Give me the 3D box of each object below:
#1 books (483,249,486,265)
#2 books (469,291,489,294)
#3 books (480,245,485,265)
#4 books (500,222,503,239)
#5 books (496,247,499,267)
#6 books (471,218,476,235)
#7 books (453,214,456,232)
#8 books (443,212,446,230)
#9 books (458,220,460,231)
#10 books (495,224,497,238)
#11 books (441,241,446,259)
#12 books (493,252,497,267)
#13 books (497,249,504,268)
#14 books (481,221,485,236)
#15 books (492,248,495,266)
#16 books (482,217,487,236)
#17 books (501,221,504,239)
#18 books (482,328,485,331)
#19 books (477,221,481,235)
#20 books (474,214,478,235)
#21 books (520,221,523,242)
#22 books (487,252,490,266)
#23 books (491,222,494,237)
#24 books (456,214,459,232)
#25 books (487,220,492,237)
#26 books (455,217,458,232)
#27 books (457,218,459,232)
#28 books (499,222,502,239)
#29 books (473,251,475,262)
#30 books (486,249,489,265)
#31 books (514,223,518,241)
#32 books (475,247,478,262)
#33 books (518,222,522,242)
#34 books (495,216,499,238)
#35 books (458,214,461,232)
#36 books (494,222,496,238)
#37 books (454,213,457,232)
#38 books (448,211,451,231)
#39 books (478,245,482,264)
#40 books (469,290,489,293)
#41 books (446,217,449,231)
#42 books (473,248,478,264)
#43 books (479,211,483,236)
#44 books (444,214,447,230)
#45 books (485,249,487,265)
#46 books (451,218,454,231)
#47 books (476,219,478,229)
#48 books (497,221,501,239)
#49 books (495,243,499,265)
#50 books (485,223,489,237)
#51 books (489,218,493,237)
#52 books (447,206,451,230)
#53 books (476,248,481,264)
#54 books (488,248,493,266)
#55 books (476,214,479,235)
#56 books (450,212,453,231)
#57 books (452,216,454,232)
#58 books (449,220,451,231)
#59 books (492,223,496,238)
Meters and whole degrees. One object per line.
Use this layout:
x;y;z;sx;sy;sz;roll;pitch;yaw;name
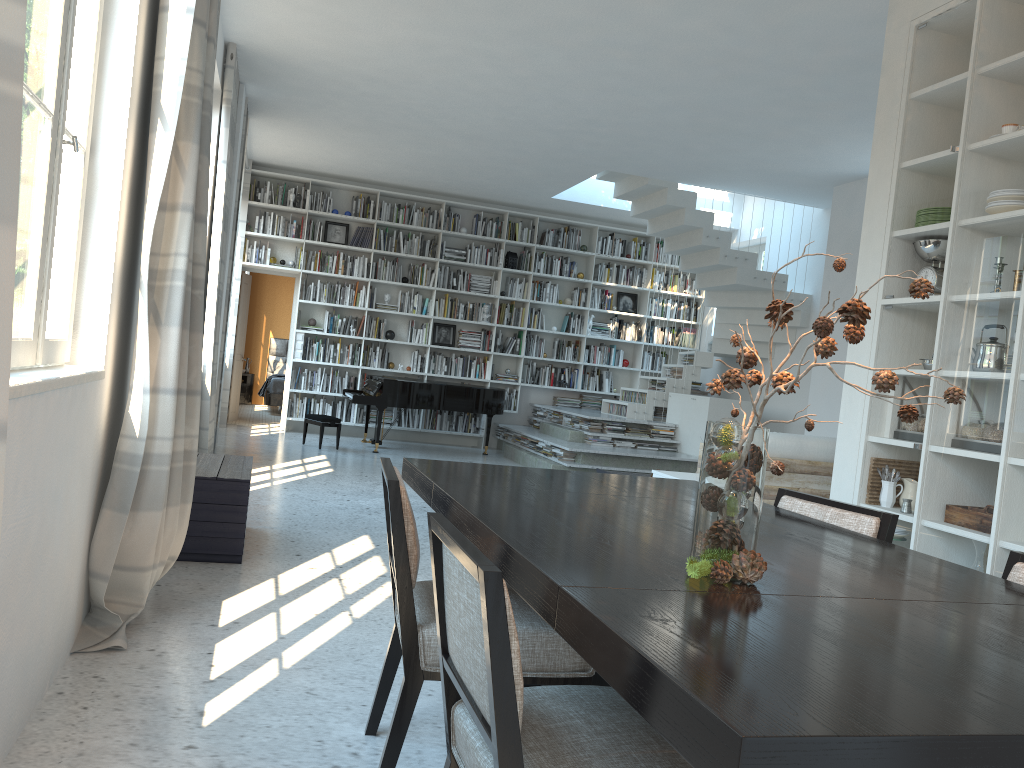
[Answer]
-0.381;-1.654;11.657;0.023;0.223;0.190;6;1;-16;books
-0.446;-1.199;11.679;0.254;0.012;0.160;6;1;-20;books
-0.403;-1.680;11.658;0.023;0.269;0.184;6;1;-16;books
-0.158;-2.008;11.712;0.014;0.239;0.153;6;1;-16;books
-0.212;-1.675;11.733;0.010;0.299;0.133;6;2;-16;books
-0.506;-2.048;11.621;0.012;0.245;0.151;6;1;-16;books
-0.765;-2.077;11.547;0.014;0.248;0.139;6;1;-16;books
-0.897;-2.093;11.490;0.026;0.253;0.185;6;1;-16;books
-0.712;-2.040;11.561;0.010;0.187;0.152;6;1;-16;books
-0.228;-1.998;11.707;0.014;0.204;0.135;6;1;-16;books
-0.900;-1.722;11.502;0.021;0.249;0.191;6;1;-16;books
-0.240;-1.629;11.700;0.029;0.202;0.191;6;1;-16;books
-0.171;-1.638;11.662;0.037;0.237;0.272;6;1;-16;books
-0.402;-2.019;11.636;0.050;0.211;0.172;6;1;-16;books
-0.269;-1.662;11.705;0.029;0.261;0.133;6;1;-16;books
-0.367;-2.046;11.663;0.028;0.270;0.140;6;1;-16;books
-0.142;-2.015;11.723;0.022;0.257;0.136;6;1;-16;books
-0.396;-0.586;11.752;0.011;0.299;0.130;6;2;-16;books
-0.455;-2.024;11.639;0.031;0.208;0.146;6;1;-16;books
-0.487;-2.069;11.607;0.014;0.292;0.176;6;1;-16;books
0.105;-2.010;11.775;0.010;0.297;0.167;6;1;-16;books
-0.326;-1.631;11.675;0.029;0.188;0.176;6;1;-16;books
-0.282;-2.010;11.669;0.012;0.217;0.179;6;1;-16;books
-0.725;-2.076;11.545;0.005;0.255;0.168;6;1;-16;books
-0.308;-2.023;11.666;0.023;0.236;0.154;6;1;-16;books
-0.738;-2.059;11.545;0.016;0.219;0.144;6;1;-16;books
-0.722;-2.073;11.566;0.013;0.249;0.148;6;1;-16;books
-0.173;-2.012;11.717;0.014;0.244;0.145;6;1;-16;books
-0.518;-1.659;11.640;0.011;0.204;0.133;6;1;-16;books
-0.345;-1.654;11.673;0.012;0.230;0.158;6;1;-16;books
0.044;-1.994;11.755;0.054;0.255;0.190;6;1;-16;books
-0.478;-1.675;11.648;0.012;0.244;0.131;6;1;-16;books
0.080;-2.001;11.786;0.030;0.274;0.151;6;1;-16;books
-0.208;-2.048;11.702;0.012;0.308;0.138;6;2;-16;books
-0.696;-2.073;11.556;0.011;0.256;0.143;6;1;-16;books
-0.248;-2.015;11.707;0.026;0.234;0.137;6;1;-16;books
-0.750;-2.083;11.545;0.013;0.264;0.146;6;1;-16;books
-0.821;-2.107;11.525;0.010;0.296;0.153;6;1;-16;books
-0.433;-1.685;11.671;0.029;0.273;0.140;6;1;-16;books
-0.445;-1.211;11.681;0.254;0.012;0.160;6;1;-13;books
-0.856;-2.059;11.510;0.026;0.194;0.166;6;1;-16;books
-0.495;-1.663;11.631;0.027;0.216;0.190;6;1;-16;books
-0.423;-2.082;11.622;0.010;0.331;0.186;6;1;-16;books
-0.881;-2.079;11.515;0.023;0.228;0.156;6;1;-16;books
-0.357;-1.655;11.676;0.010;0.230;0.152;6;1;-16;books
-0.790;-2.053;11.535;0.023;0.195;0.172;6;1;-16;books
-0.481;-2.056;11.627;0.011;0.267;0.129;6;2;-16;books
-0.191;-2.014;11.701;0.028;0.244;0.161;6;1;-16;books
-0.216;-1.693;11.712;0.012;0.334;0.155;6;2;-16;books
-0.336;-2.008;11.654;0.033;0.203;0.166;6;1;-16;books
-0.287;-2.037;11.656;0.010;0.270;0.180;6;1;-16;books
-0.832;-2.130;11.526;0.014;0.341;0.145;6;2;-16;books
-0.458;-1.660;11.645;0.028;0.219;0.183;6;1;-16;books
-0.294;-1.658;11.682;0.032;0.248;0.173;6;1;-16;books
-0.467;-2.069;11.621;0.011;0.296;0.157;6;1;-16;books
-0.799;-2.088;11.517;0.011;0.265;0.163;6;1;-16;books
-0.779;-2.071;11.558;0.006;0.233;0.135;6;1;-16;books
-0.820;-2.061;11.541;0.011;0.205;0.145;6;1;-16;books
-0.261;-2.000;11.658;0.023;0.202;0.193;6;1;-16;books
